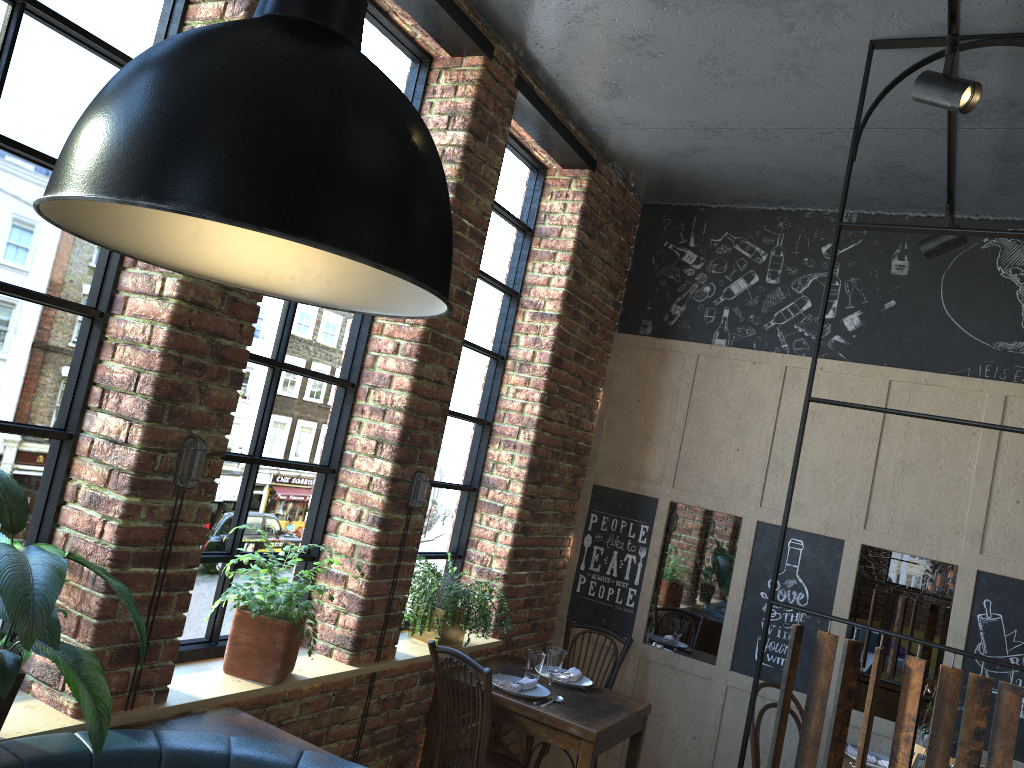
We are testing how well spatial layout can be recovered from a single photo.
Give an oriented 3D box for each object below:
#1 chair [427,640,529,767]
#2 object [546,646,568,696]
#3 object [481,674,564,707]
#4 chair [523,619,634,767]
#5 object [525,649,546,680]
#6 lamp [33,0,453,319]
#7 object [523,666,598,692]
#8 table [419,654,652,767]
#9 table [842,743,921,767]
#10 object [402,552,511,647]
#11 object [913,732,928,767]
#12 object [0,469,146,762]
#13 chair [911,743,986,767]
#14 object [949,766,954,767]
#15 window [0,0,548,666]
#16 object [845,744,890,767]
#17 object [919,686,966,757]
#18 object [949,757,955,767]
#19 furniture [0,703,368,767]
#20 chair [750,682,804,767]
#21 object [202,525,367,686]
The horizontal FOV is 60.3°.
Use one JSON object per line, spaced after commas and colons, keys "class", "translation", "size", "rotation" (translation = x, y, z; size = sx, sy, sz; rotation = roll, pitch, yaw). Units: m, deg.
{"class": "chair", "translation": [-0.129, 1.535, 3.542], "size": [0.496, 0.915, 0.425], "rotation": [16, -6, -41]}
{"class": "object", "translation": [0.177, 1.256, 3.846], "size": [0.098, 0.192, 0.098], "rotation": [12, -5, 0]}
{"class": "object", "translation": [0.047, 1.294, 3.774], "size": [0.339, 0.051, 0.257], "rotation": [9, -6, 32]}
{"class": "chair", "translation": [0.296, 1.702, 4.442], "size": [0.420, 0.915, 0.502], "rotation": [10, -5, 23]}
{"class": "object", "translation": [0.103, 1.295, 4.067], "size": [0.080, 0.119, 0.088], "rotation": [17, -7, -44]}
{"class": "lamp", "translation": [-0.198, -0.795, 1.190], "size": [0.503, 1.327, 0.555], "rotation": [17, -7, -43]}
{"class": "object", "translation": [0.230, 1.365, 4.148], "size": [0.339, 0.051, 0.257], "rotation": [9, -6, 32]}
{"class": "table", "translation": [0.084, 1.713, 3.908], "size": [0.783, 0.727, 0.718], "rotation": [9, -5, 29]}
{"class": "table", "translation": [1.665, 2.032, 3.599], "size": [0.783, 0.727, 0.718], "rotation": [9, -5, 29]}
{"class": "object", "translation": [-0.268, 0.979, 3.926], "size": [0.520, 0.369, 0.580], "rotation": [10, -5, 29]}
{"class": "object", "translation": [1.717, 1.582, 3.726], "size": [0.098, 0.192, 0.098], "rotation": [12, -5, 0]}
{"class": "object", "translation": [-1.153, 0.417, 1.948], "size": [0.634, 0.752, 0.702], "rotation": [10, -5, 28]}
{"class": "chair", "translation": [1.510, 1.830, 3.240], "size": [0.550, 1.006, 0.438], "rotation": [11, -5, 16]}
{"class": "object", "translation": [1.752, 1.615, 3.584], "size": [0.087, 0.119, 0.082], "rotation": [10, -5, 18]}
{"class": "window", "translation": [-1.081, -0.535, 0.258], "size": [3.408, 2.431, 8.603], "rotation": [13, -5, -7]}
{"class": "object", "translation": [1.584, 1.634, 3.832], "size": [0.280, 0.051, 0.311], "rotation": [10, -5, 27]}
{"class": "object", "translation": [1.925, 1.520, 3.907], "size": [0.226, 0.431, 0.131], "rotation": [10, -5, 26]}
{"class": "object", "translation": [1.885, 1.657, 3.734], "size": [0.087, 0.119, 0.082], "rotation": [10, -5, 18]}
{"class": "furniture", "translation": [-0.901, 1.221, 1.187], "size": [1.424, 0.822, 2.501], "rotation": [10, -5, 28]}
{"class": "chair", "translation": [1.279, 1.872, 3.900], "size": [0.420, 0.921, 0.572], "rotation": [15, -6, -30]}
{"class": "object", "translation": [-0.798, 0.726, 2.946], "size": [0.439, 0.483, 0.439], "rotation": [16, -6, -39]}
